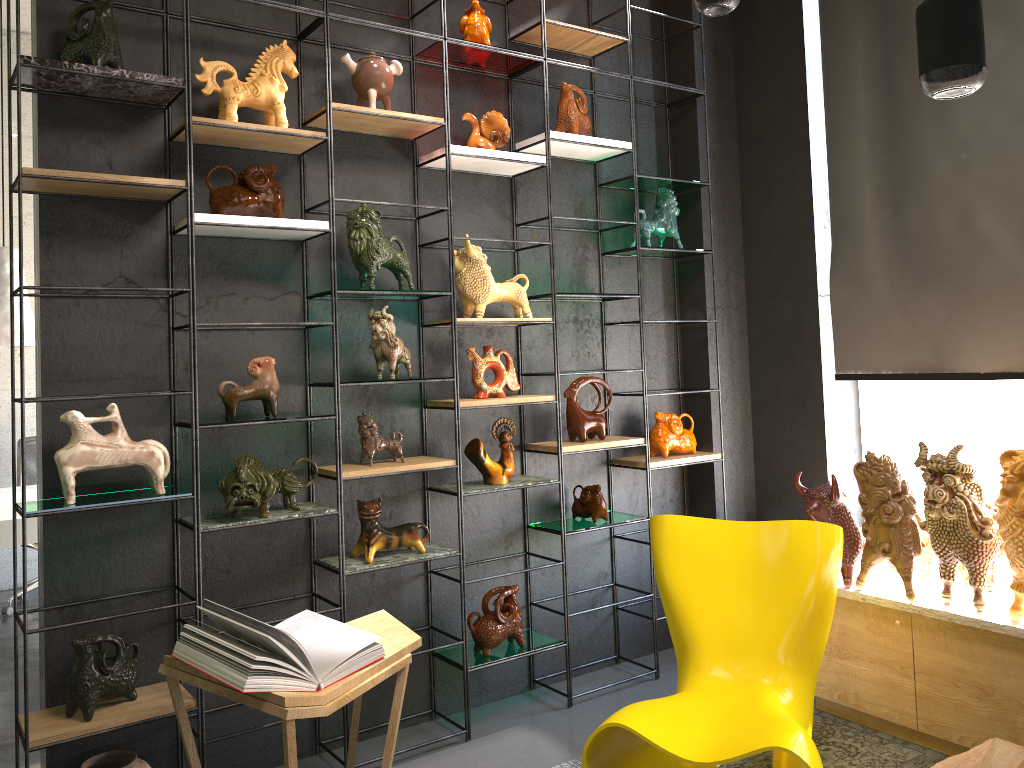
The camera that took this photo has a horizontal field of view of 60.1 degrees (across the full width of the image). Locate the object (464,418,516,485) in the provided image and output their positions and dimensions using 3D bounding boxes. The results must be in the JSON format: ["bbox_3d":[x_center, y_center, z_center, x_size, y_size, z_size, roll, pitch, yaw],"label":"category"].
[{"bbox_3d":[-0.075,0.278,3.678,0.227,0.271,0.123,-2,-2,-35],"label":"object"}]

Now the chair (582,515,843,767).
[{"bbox_3d":[0.716,0.904,2.850,0.657,0.899,1.069,-3,0,25],"label":"chair"}]

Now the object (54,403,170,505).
[{"bbox_3d":[-1.283,0.213,2.849,0.341,0.304,0.164,-2,-2,-30],"label":"object"}]

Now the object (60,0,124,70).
[{"bbox_3d":[-1.403,-1.123,2.929,0.253,0.250,0.126,-2,-2,30],"label":"object"}]

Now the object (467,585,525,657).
[{"bbox_3d":[-0.071,0.966,3.615,0.253,0.250,0.126,-2,-2,-35],"label":"object"}]

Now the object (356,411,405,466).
[{"bbox_3d":[-0.504,0.207,3.407,0.183,0.211,0.096,-2,-2,-32],"label":"object"}]

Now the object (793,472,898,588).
[{"bbox_3d":[1.342,0.557,3.530,0.463,0.442,0.219,-2,-2,-30],"label":"object"}]

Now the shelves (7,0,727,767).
[{"bbox_3d":[-0.315,-0.591,3.591,2.994,3.919,0.273,-1,-3,-35],"label":"shelves"}]

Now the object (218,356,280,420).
[{"bbox_3d":[-0.922,0.014,3.113,0.118,0.221,0.212,-4,-1,39],"label":"object"}]

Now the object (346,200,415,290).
[{"bbox_3d":[-0.519,-0.530,3.421,0.255,0.357,0.167,-1,-2,-30],"label":"object"}]

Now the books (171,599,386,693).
[{"bbox_3d":[-0.689,0.753,2.626,0.400,0.233,0.482,-2,1,42],"label":"books"}]

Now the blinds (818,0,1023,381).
[{"bbox_3d":[0.228,-0.921,5.196,3.524,3.314,12.694,-2,1,-14],"label":"blinds"}]

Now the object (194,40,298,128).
[{"bbox_3d":[-0.946,-1.080,3.182,0.376,0.364,0.169,-2,-2,-40],"label":"object"}]

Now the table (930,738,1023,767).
[{"bbox_3d":[1.254,1.198,2.060,0.829,0.310,0.693,-3,1,-35],"label":"table"}]

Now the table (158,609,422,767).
[{"bbox_3d":[-0.599,1.096,2.612,0.734,0.621,0.495,-2,-1,-34],"label":"table"}]

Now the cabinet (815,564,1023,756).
[{"bbox_3d":[2.098,1.041,2.525,0.404,0.531,2.725,-1,1,-35],"label":"cabinet"}]

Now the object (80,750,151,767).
[{"bbox_3d":[-1.265,1.309,2.782,0.266,0.240,0.264,-2,0,-35],"label":"object"}]

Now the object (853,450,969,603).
[{"bbox_3d":[1.520,0.515,3.357,0.475,0.547,0.248,-2,-2,-27],"label":"object"}]

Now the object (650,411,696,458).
[{"bbox_3d":[0.781,0.237,4.275,0.278,0.223,0.138,-2,-1,-34],"label":"object"}]

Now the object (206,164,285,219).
[{"bbox_3d":[-0.948,-0.682,3.146,0.278,0.223,0.138,-2,-1,-35],"label":"object"}]

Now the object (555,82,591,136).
[{"bbox_3d":[0.284,-1.223,4.035,0.126,0.250,0.253,-3,-1,25],"label":"object"}]

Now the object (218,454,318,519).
[{"bbox_3d":[-0.878,0.348,3.106,0.191,0.221,0.403,-3,0,25],"label":"object"}]

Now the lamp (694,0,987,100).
[{"bbox_3d":[0.043,-1.678,1.182,2.674,2.278,2.841,-2,0,9],"label":"lamp"}]

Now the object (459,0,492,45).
[{"bbox_3d":[-0.158,-1.510,3.822,0.138,0.223,0.277,-2,0,-4],"label":"object"}]

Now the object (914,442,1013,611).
[{"bbox_3d":[1.619,0.490,3.161,0.430,0.581,0.271,-1,-2,-42],"label":"object"}]

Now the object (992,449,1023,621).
[{"bbox_3d":[1.790,0.455,2.894,0.469,0.656,0.306,-1,-2,-30],"label":"object"}]

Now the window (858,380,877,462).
[{"bbox_3d":[2.346,-0.861,3.478,0.051,3.176,2.303,0,-2,-35],"label":"window"}]

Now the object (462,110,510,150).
[{"bbox_3d":[-0.105,-1.067,3.760,0.233,0.210,0.107,-2,-2,-18],"label":"object"}]

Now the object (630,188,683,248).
[{"bbox_3d":[0.701,-0.810,4.309,0.289,0.333,0.151,-1,-2,-42],"label":"object"}]

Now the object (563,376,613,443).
[{"bbox_3d":[0.333,0.111,3.975,0.249,0.291,0.114,-2,-2,-35],"label":"object"}]

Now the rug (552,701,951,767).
[{"bbox_3d":[1.242,1.358,1.708,2.191,0.010,3.589,-3,2,-35],"label":"rug"}]

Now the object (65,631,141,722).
[{"bbox_3d":[-1.292,0.905,2.822,0.126,0.250,0.253,-3,-1,25],"label":"object"}]

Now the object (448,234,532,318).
[{"bbox_3d":[-0.092,-0.438,3.704,0.369,0.353,0.174,-2,-2,-30],"label":"object"}]

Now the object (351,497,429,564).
[{"bbox_3d":[-0.449,0.541,3.379,0.309,0.236,0.155,-2,-1,-31],"label":"object"}]

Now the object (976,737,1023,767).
[{"bbox_3d":[1.185,0.978,2.060,0.520,0.136,0.350,-3,1,-40],"label":"object"}]

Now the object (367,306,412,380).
[{"bbox_3d":[-0.477,-0.156,3.397,0.131,0.281,0.207,-3,-1,13],"label":"object"}]

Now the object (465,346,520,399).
[{"bbox_3d":[-0.078,-0.050,3.719,0.267,0.224,0.060,-2,-2,-34],"label":"object"}]

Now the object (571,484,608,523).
[{"bbox_3d":[0.343,0.529,3.979,0.105,0.169,0.210,-1,-1,-35],"label":"object"}]

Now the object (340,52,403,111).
[{"bbox_3d":[-0.544,-1.168,3.459,0.164,0.267,0.237,-3,-1,27],"label":"object"}]
